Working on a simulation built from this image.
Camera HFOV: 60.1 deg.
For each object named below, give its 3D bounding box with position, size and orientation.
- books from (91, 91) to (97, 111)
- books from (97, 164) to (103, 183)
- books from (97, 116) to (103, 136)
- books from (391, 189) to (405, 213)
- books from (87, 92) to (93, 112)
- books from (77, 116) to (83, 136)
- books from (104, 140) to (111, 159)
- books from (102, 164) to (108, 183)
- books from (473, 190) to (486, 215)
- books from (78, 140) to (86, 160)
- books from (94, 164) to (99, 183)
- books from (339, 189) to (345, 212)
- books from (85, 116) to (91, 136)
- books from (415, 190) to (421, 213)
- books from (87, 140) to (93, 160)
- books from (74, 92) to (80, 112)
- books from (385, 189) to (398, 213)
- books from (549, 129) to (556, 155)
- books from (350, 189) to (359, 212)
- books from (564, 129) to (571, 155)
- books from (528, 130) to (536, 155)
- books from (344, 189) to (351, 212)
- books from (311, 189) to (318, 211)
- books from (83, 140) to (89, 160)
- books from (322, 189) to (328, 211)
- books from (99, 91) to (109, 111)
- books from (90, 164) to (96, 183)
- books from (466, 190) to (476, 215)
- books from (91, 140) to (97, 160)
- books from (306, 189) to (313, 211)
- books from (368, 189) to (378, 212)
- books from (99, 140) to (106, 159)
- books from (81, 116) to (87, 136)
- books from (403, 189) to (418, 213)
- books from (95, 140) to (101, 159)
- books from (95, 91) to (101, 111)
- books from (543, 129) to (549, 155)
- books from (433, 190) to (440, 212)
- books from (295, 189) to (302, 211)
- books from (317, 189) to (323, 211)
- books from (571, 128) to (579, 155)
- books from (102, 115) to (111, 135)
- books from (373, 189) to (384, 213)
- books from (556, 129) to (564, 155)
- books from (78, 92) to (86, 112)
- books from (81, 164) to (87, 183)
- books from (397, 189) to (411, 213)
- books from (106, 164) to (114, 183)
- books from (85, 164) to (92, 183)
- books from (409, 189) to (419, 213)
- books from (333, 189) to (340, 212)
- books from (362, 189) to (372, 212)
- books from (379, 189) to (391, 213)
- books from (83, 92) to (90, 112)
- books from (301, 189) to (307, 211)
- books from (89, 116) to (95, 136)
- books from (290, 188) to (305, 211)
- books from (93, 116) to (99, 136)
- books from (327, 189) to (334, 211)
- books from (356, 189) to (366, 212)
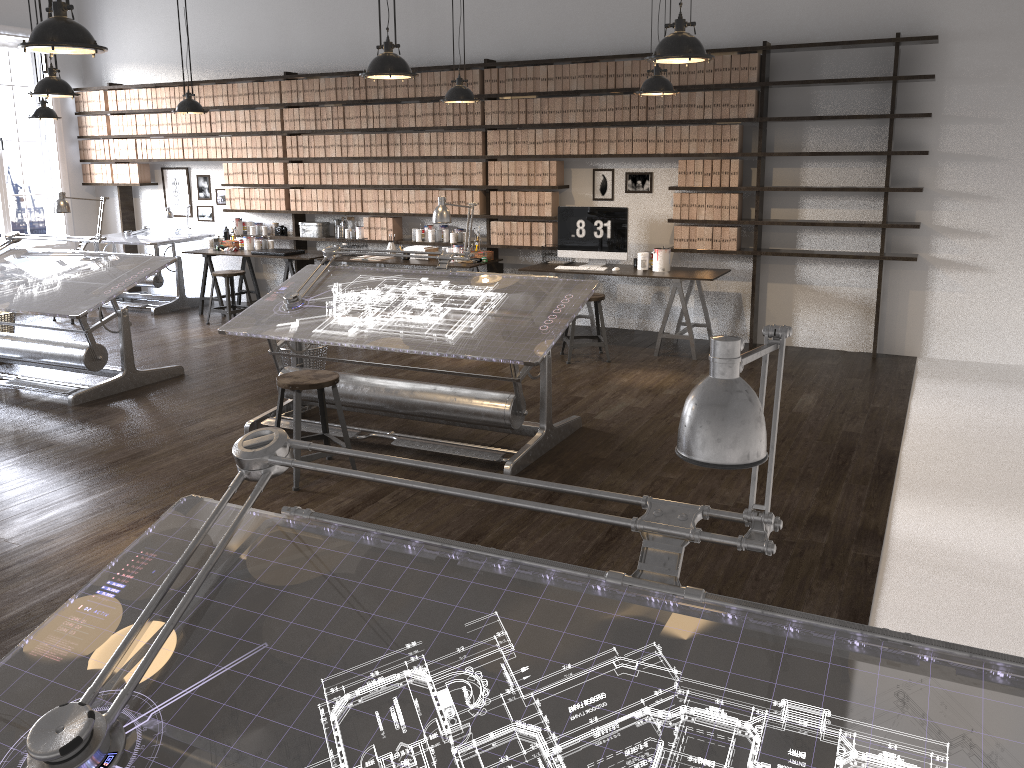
[{"bbox_3d":[-4.818,-3.303,10.358,0.067,0.223,0.176,5,14,25],"label":"books"},{"bbox_3d":[-4.822,-2.500,10.523,0.067,0.223,0.176,5,14,25],"label":"books"},{"bbox_3d":[-4.757,-3.028,10.386,0.067,0.223,0.176,5,14,25],"label":"books"},{"bbox_3d":[-1.125,-1.819,8.808,0.067,0.223,0.176,5,14,25],"label":"books"},{"bbox_3d":[-4.880,-3.311,10.390,0.067,0.223,0.176,5,14,25],"label":"books"},{"bbox_3d":[-5.062,-3.062,10.532,0.067,0.223,0.176,5,14,25],"label":"books"},{"bbox_3d":[-4.690,-2.755,10.411,0.067,0.223,0.176,5,14,25],"label":"books"},{"bbox_3d":[-4.757,-2.493,10.492,0.067,0.223,0.176,5,14,25],"label":"books"},{"bbox_3d":[-0.295,-1.724,8.405,0.067,0.223,0.176,5,14,25],"label":"books"},{"bbox_3d":[-5.079,-2.798,10.590,0.067,0.223,0.176,5,14,25],"label":"books"},{"bbox_3d":[-4.877,-2.508,10.554,0.067,0.223,0.176,5,14,25],"label":"books"},{"bbox_3d":[-1.695,-1.884,9.081,0.067,0.223,0.176,5,14,25],"label":"books"},{"bbox_3d":[-4.935,-3.047,10.469,0.067,0.223,0.176,5,14,25],"label":"books"},{"bbox_3d":[-0.878,-1.790,8.687,0.067,0.223,0.176,5,14,25],"label":"books"},{"bbox_3d":[-4.952,-2.785,10.536,0.067,0.223,0.176,5,14,25],"label":"books"},{"bbox_3d":[-5.076,-3.331,10.476,0.067,0.223,0.176,5,14,25],"label":"books"},{"bbox_3d":[-1.189,-1.825,8.835,0.067,0.223,0.176,5,14,25],"label":"books"},{"bbox_3d":[0.397,-2.174,7.958,0.067,0.223,0.176,5,14,25],"label":"books"},{"bbox_3d":[-1.567,-1.869,9.021,0.067,0.223,0.176,5,14,25],"label":"books"},{"bbox_3d":[0.524,-2.161,7.903,0.067,0.223,0.176,5,14,25],"label":"books"},{"bbox_3d":[0.216,-2.195,8.046,0.067,0.223,0.176,5,14,25],"label":"books"},{"bbox_3d":[-1.633,-1.876,9.047,0.067,0.223,0.176,5,14,25],"label":"books"},{"bbox_3d":[-2.003,-1.918,9.224,0.067,0.223,0.176,5,14,25],"label":"books"},{"bbox_3d":[-5.016,-2.792,10.566,0.067,0.223,0.176,5,14,25],"label":"books"},{"bbox_3d":[-1.880,-1.904,9.169,0.067,0.223,0.176,5,14,25],"label":"books"},{"bbox_3d":[-4.690,-3.288,10.294,0.067,0.223,0.176,5,14,25],"label":"books"},{"bbox_3d":[-4.935,-2.515,10.585,0.067,0.223,0.176,5,14,25],"label":"books"},{"bbox_3d":[-0.366,-1.731,8.437,0.067,0.223,0.176,5,14,25],"label":"books"},{"bbox_3d":[-4.890,-2.777,10.502,0.067,0.223,0.176,5,14,25],"label":"books"},{"bbox_3d":[-2.064,-1.926,9.258,0.067,0.223,0.176,5,14,25],"label":"books"},{"bbox_3d":[-1.375,-1.847,8.926,0.067,0.223,0.176,5,14,25],"label":"books"},{"bbox_3d":[-4.760,-2.762,10.438,0.067,0.223,0.176,5,14,25],"label":"books"},{"bbox_3d":[-5.001,-3.054,10.498,0.067,0.223,0.176,5,14,25],"label":"books"},{"bbox_3d":[-1.001,-1.804,8.743,0.067,0.223,0.176,5,14,25],"label":"books"},{"bbox_3d":[-4.824,-2.771,10.475,0.067,0.223,0.176,5,14,25],"label":"books"},{"bbox_3d":[-4.756,-3.295,10.324,0.067,0.223,0.176,5,14,25],"label":"books"},{"bbox_3d":[0.339,-2.182,7.991,0.067,0.223,0.176,5,14,25],"label":"books"},{"bbox_3d":[-0.693,-1.770,8.600,0.067,0.223,0.176,5,14,25],"label":"books"},{"bbox_3d":[-2.191,-1.939,9.317,0.067,0.223,0.176,5,14,25],"label":"books"},{"bbox_3d":[-1.937,-1.910,9.195,0.067,0.223,0.176,5,14,25],"label":"books"},{"bbox_3d":[0.585,-2.153,7.869,0.067,0.223,0.176,5,14,25],"label":"books"},{"bbox_3d":[-4.693,-3.021,10.355,0.067,0.223,0.176,5,14,25],"label":"books"},{"bbox_3d":[-1.321,-1.839,8.894,0.067,0.223,0.176,5,14,25],"label":"books"},{"bbox_3d":[0.460,-2.168,7.934,0.067,0.223,0.176,5,14,25],"label":"books"},{"bbox_3d":[-5.010,-3.324,10.445,0.067,0.223,0.176,5,14,25],"label":"books"},{"bbox_3d":[-5.069,-2.530,10.649,0.067,0.223,0.176,5,14,25],"label":"books"},{"bbox_3d":[-1.063,-1.812,8.776,0.067,0.223,0.176,5,14,25],"label":"books"},{"bbox_3d":[-4.691,-2.486,10.464,0.067,0.223,0.176,5,14,25],"label":"books"},{"bbox_3d":[-5.004,-2.521,10.612,0.067,0.223,0.176,5,14,25],"label":"books"},{"bbox_3d":[-0.935,-1.796,8.713,0.067,0.223,0.176,5,14,25],"label":"books"},{"bbox_3d":[-1.759,-1.891,9.112,0.067,0.223,0.176,5,14,25],"label":"books"},{"bbox_3d":[-1.433,-1.854,8.956,0.067,0.223,0.176,5,14,25],"label":"books"},{"bbox_3d":[-1.256,-1.832,8.863,0.067,0.223,0.176,5,14,25],"label":"books"},{"bbox_3d":[-4.944,-3.317,10.416,0.067,0.223,0.176,5,14,25],"label":"books"},{"bbox_3d":[-2.126,-1.933,9.290,0.067,0.223,0.176,5,14,25],"label":"books"},{"bbox_3d":[-4.878,-3.041,10.443,0.067,0.223,0.176,5,14,25],"label":"books"},{"bbox_3d":[-2.257,-1.946,9.345,0.067,0.223,0.176,5,14,25],"label":"books"},{"bbox_3d":[-4.820,-3.033,10.410,0.067,0.223,0.176,5,14,25],"label":"books"},{"bbox_3d":[-1.822,-1.896,9.136,0.067,0.223,0.176,5,14,25],"label":"books"},{"bbox_3d":[-1.502,-1.860,8.983,0.067,0.223,0.176,5,14,25],"label":"books"}]
